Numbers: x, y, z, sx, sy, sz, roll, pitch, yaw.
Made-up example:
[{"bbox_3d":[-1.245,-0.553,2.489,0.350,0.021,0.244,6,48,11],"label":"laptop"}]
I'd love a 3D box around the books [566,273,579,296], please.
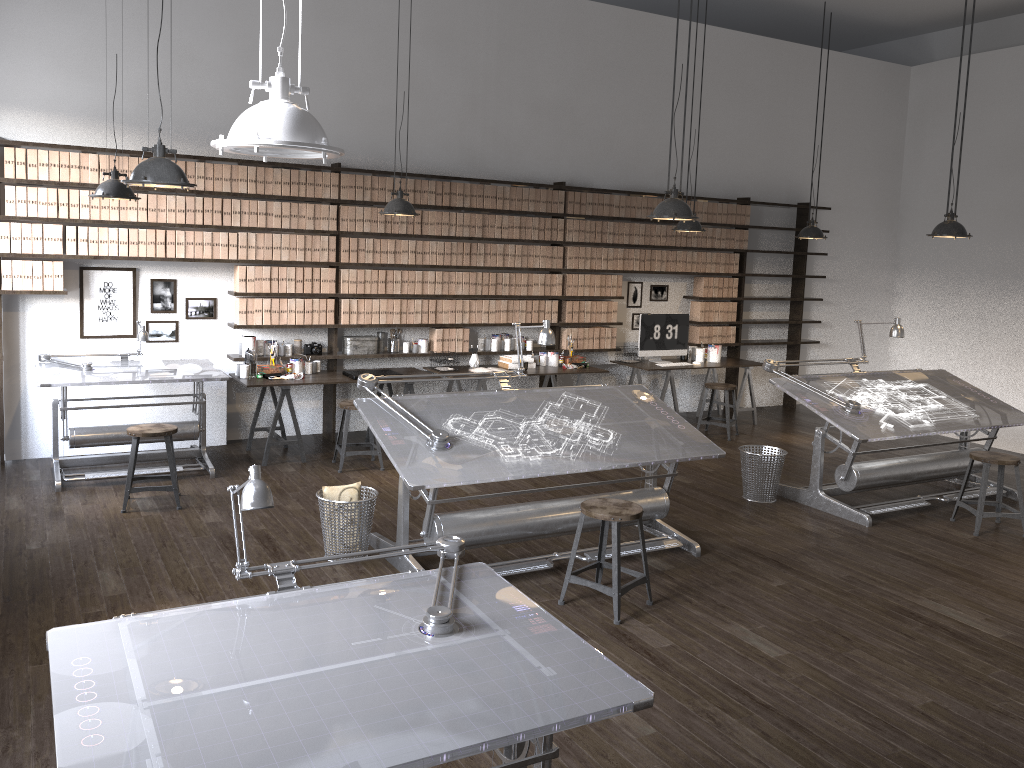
[{"bbox_3d":[0.602,-1.015,9.064,0.067,0.224,0.175,-1,8,-29],"label":"books"}]

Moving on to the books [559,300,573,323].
[{"bbox_3d":[0.544,-0.742,9.068,0.067,0.224,0.175,-1,8,-29],"label":"books"}]

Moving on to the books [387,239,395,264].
[{"bbox_3d":[-1.127,-1.203,8.060,0.067,0.224,0.175,-1,8,-29],"label":"books"}]

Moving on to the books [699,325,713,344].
[{"bbox_3d":[2.189,-0.543,10.019,0.067,0.224,0.175,-1,8,-29],"label":"books"}]

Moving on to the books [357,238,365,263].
[{"bbox_3d":[-1.375,-1.193,7.929,0.067,0.224,0.175,-1,8,-29],"label":"books"}]

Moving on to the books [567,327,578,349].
[{"bbox_3d":[0.601,-0.470,9.126,0.067,0.224,0.175,-1,8,-29],"label":"books"}]

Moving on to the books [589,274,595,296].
[{"bbox_3d":[0.782,-1.024,9.164,0.067,0.224,0.175,-1,8,-29],"label":"books"}]

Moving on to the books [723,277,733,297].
[{"bbox_3d":[2.429,-1.099,10.086,0.067,0.224,0.175,-1,8,-29],"label":"books"}]

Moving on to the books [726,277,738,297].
[{"bbox_3d":[2.496,-1.102,10.121,0.067,0.224,0.175,-1,8,-29],"label":"books"}]

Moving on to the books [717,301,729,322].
[{"bbox_3d":[2.376,-0.824,10.083,0.067,0.224,0.175,-1,8,-29],"label":"books"}]

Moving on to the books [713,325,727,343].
[{"bbox_3d":[2.363,-0.551,10.117,0.067,0.224,0.175,-1,8,-29],"label":"books"}]

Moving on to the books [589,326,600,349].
[{"bbox_3d":[0.840,-0.481,9.262,0.067,0.224,0.175,-1,8,-29],"label":"books"}]

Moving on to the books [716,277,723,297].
[{"bbox_3d":[2.299,-1.093,10.013,0.067,0.224,0.175,-1,8,-29],"label":"books"}]

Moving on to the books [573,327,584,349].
[{"bbox_3d":[0.664,-0.472,9.162,0.067,0.224,0.175,-1,8,-29],"label":"books"}]

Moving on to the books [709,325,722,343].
[{"bbox_3d":[2.304,-0.548,10.079,0.067,0.224,0.175,-1,8,-29],"label":"books"}]

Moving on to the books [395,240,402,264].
[{"bbox_3d":[-1.071,-1.206,8.096,0.067,0.224,0.175,-1,8,-29],"label":"books"}]

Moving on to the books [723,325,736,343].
[{"bbox_3d":[2.484,-0.556,10.178,0.067,0.224,0.175,-1,8,-29],"label":"books"}]

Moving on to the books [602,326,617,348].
[{"bbox_3d":[1.027,-0.490,9.372,0.067,0.224,0.175,-1,8,-29],"label":"books"}]

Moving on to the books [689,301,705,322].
[{"bbox_3d":[2.071,-0.811,9.915,0.067,0.224,0.175,-1,8,-29],"label":"books"}]

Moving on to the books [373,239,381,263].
[{"bbox_3d":[-1.250,-1.198,7.998,0.067,0.224,0.175,-1,8,-29],"label":"books"}]

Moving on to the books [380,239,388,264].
[{"bbox_3d":[-1.188,-1.201,8.032,0.067,0.224,0.175,-1,8,-29],"label":"books"}]

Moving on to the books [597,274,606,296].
[{"bbox_3d":[0.898,-1.029,9.231,0.067,0.224,0.175,-1,8,-29],"label":"books"}]

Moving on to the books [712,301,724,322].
[{"bbox_3d":[2.318,-0.822,10.051,0.067,0.224,0.175,-1,8,-29],"label":"books"}]

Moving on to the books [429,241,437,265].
[{"bbox_3d":[-0.769,-1.220,8.263,0.067,0.224,0.175,-1,8,-29],"label":"books"}]

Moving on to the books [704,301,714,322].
[{"bbox_3d":[2.191,-0.817,9.988,0.067,0.224,0.175,-1,8,-29],"label":"books"}]

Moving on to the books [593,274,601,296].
[{"bbox_3d":[0.842,-1.026,9.193,0.067,0.224,0.175,-1,8,-29],"label":"books"}]

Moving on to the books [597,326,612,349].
[{"bbox_3d":[0.967,-0.487,9.334,0.067,0.224,0.175,-1,8,-29],"label":"books"}]

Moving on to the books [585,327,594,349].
[{"bbox_3d":[0.773,-0.479,9.230,0.067,0.224,0.175,-1,8,-29],"label":"books"}]

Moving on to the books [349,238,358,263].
[{"bbox_3d":[-1.437,-1.189,7.887,0.067,0.224,0.175,-1,8,-29],"label":"books"}]

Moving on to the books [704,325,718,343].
[{"bbox_3d":[2.245,-0.545,10.048,0.067,0.224,0.175,-1,8,-29],"label":"books"}]

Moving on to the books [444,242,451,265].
[{"bbox_3d":[-0.641,-1.225,8.331,0.067,0.224,0.175,-1,8,-29],"label":"books"}]

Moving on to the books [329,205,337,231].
[{"bbox_3d":[-1.592,-1.453,7.767,0.067,0.224,0.175,-1,8,-29],"label":"books"}]

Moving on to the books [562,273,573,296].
[{"bbox_3d":[0.540,-1.013,9.032,0.067,0.224,0.175,-1,8,-29],"label":"books"}]

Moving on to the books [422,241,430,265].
[{"bbox_3d":[-0.831,-1.218,8.233,0.067,0.224,0.175,-1,8,-29],"label":"books"}]

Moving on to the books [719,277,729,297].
[{"bbox_3d":[2.367,-1.096,10.045,0.067,0.224,0.175,-1,8,-29],"label":"books"}]

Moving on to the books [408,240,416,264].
[{"bbox_3d":[-0.951,-1.211,8.159,0.067,0.224,0.175,-1,8,-29],"label":"books"}]

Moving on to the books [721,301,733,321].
[{"bbox_3d":[2.429,-0.828,10.118,0.067,0.224,0.175,-1,8,-29],"label":"books"}]

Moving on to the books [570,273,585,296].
[{"bbox_3d":[0.665,-1.018,9.095,0.067,0.224,0.175,-1,8,-29],"label":"books"}]

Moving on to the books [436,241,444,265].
[{"bbox_3d":[-0.704,-1.222,8.296,0.067,0.224,0.175,-1,8,-29],"label":"books"}]

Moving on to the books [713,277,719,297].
[{"bbox_3d":[2.239,-1.090,9.974,0.067,0.224,0.175,-1,8,-29],"label":"books"}]

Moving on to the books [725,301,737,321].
[{"bbox_3d":[2.490,-0.831,10.153,0.067,0.224,0.175,-1,8,-29],"label":"books"}]

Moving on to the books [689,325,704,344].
[{"bbox_3d":[2.072,-0.538,9.955,0.067,0.224,0.175,-1,8,-29],"label":"books"}]

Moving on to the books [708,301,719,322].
[{"bbox_3d":[2.254,-0.819,10.019,0.067,0.224,0.175,-1,8,-29],"label":"books"}]

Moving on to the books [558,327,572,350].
[{"bbox_3d":[0.536,-0.467,9.094,0.067,0.224,0.175,-1,8,-29],"label":"books"}]

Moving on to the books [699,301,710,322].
[{"bbox_3d":[2.131,-0.814,9.952,0.067,0.224,0.175,-1,8,-29],"label":"books"}]

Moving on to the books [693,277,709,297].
[{"bbox_3d":[2.113,-1.085,9.909,0.067,0.224,0.175,-1,8,-29],"label":"books"}]

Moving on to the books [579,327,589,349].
[{"bbox_3d":[0.717,-0.476,9.196,0.067,0.224,0.175,-1,8,-29],"label":"books"}]

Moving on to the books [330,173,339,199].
[{"bbox_3d":[-1.574,-1.727,7.741,0.067,0.224,0.175,-1,8,-29],"label":"books"}]

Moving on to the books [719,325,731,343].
[{"bbox_3d":[2.423,-0.554,10.152,0.067,0.224,0.175,-1,8,-29],"label":"books"}]

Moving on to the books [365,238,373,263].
[{"bbox_3d":[-1.310,-1.195,7.959,0.067,0.224,0.175,-1,8,-29],"label":"books"}]

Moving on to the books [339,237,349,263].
[{"bbox_3d":[-1.505,-1.187,7.856,0.067,0.224,0.175,-1,8,-29],"label":"books"}]

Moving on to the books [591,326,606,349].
[{"bbox_3d":[0.903,-0.485,9.303,0.067,0.224,0.175,-1,8,-29],"label":"books"}]

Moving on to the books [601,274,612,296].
[{"bbox_3d":[0.960,-1.032,9.265,0.067,0.224,0.175,-1,8,-29],"label":"books"}]

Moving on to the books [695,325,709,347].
[{"bbox_3d":[2.133,-0.540,9.982,0.067,0.224,0.175,-1,8,-29],"label":"books"}]

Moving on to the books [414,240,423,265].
[{"bbox_3d":[-0.891,-1.215,8.197,0.067,0.224,0.175,-1,8,-29],"label":"books"}]

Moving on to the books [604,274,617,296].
[{"bbox_3d":[1.024,-1.034,9.296,0.067,0.224,0.175,-1,8,-29],"label":"books"}]

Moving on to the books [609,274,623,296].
[{"bbox_3d":[1.084,-1.038,9.335,0.067,0.224,0.175,-1,8,-29],"label":"books"}]

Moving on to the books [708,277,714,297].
[{"bbox_3d":[2.175,-1.088,9.944,0.067,0.224,0.175,-1,8,-29],"label":"books"}]
